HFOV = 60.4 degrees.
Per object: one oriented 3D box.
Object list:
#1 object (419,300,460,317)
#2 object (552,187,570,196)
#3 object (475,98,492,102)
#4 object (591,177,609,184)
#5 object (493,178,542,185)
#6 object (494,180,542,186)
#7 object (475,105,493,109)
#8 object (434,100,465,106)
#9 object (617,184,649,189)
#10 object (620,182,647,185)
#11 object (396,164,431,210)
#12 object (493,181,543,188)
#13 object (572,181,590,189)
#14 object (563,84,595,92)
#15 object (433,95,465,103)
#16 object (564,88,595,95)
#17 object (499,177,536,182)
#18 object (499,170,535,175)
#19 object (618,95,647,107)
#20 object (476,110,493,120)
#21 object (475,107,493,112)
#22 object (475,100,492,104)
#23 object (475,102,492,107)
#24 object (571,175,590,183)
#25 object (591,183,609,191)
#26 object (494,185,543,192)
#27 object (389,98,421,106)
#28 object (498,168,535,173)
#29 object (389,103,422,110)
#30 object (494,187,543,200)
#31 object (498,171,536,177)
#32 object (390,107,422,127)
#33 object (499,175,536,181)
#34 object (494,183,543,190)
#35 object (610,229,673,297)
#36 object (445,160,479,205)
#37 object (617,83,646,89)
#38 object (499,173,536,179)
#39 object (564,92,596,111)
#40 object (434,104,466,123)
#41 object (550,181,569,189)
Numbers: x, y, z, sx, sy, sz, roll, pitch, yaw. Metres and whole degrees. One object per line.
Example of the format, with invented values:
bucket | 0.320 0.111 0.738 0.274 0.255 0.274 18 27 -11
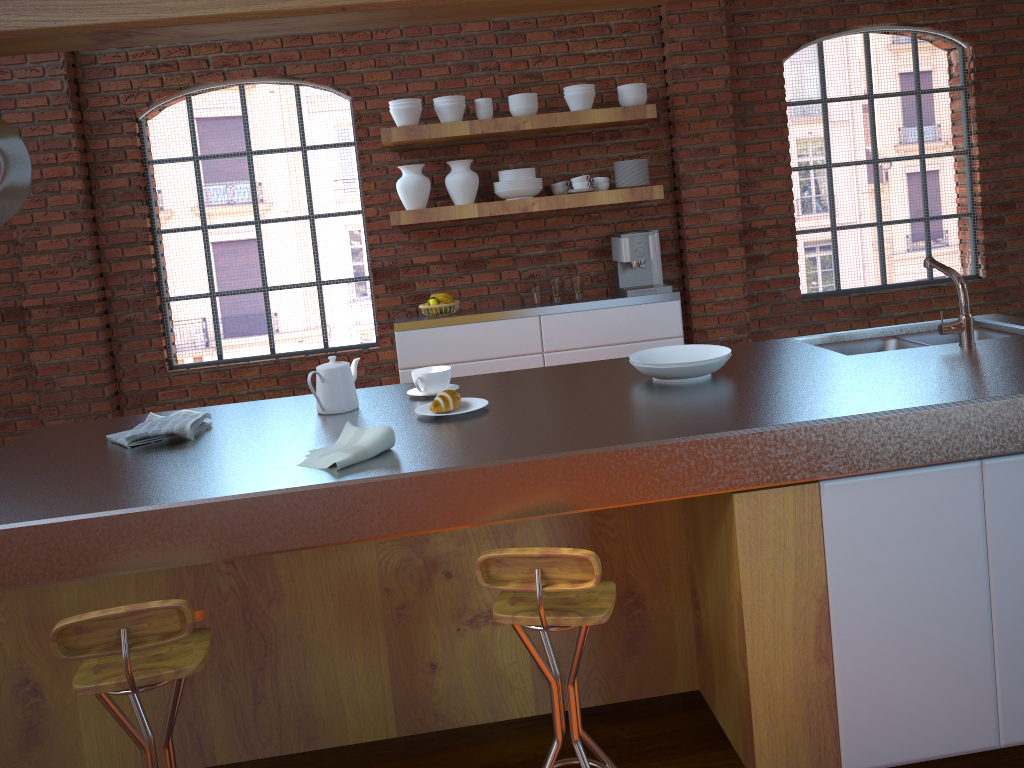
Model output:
object | -0.411 -0.427 5.031 0.235 0.070 0.239 3 14 41
object | 0.281 -1.126 5.158 0.093 0.046 0.099 -10 11 -25
object | -0.160 -1.581 4.983 0.098 0.060 0.100 0 11 34
object | 0.517 -1.175 5.120 0.100 0.058 0.093 -3 9 18
object | 0.035 -1.130 5.009 0.283 0.054 0.284 -10 11 -22
object | 0.036 -1.120 5.009 0.283 0.054 0.284 -10 11 -22
object | -0.156 -1.543 4.985 0.098 0.060 0.100 0 11 34
object | -0.344 -1.523 4.918 0.180 0.103 0.183 0 11 30
object | 0.698 -1.137 5.079 0.194 0.014 0.198 -4 11 11
object | 0.697 -1.151 5.079 0.194 0.014 0.198 -4 11 11
object | -0.554 -1.105 4.960 0.192 0.247 0.195 -1 8 34
object | 0.037 -1.111 5.010 0.283 0.054 0.284 -10 11 -22
object | 0.390 -1.125 5.007 0.092 0.046 0.100 -8 10 -10
object | 0.385 -1.633 4.988 0.182 0.103 0.182 -12 11 -35
object | -0.346 -1.546 4.916 0.180 0.103 0.183 0 11 30
object | 0.387 -1.611 4.990 0.182 0.103 0.182 -12 11 -35
object | 0.034 -1.138 5.008 0.214 0.054 0.216 -8 11 -13
object | 0.030 -1.179 5.005 0.214 0.054 0.216 -8 11 -13
object | 0.695 -1.610 5.041 0.165 0.060 0.168 1 12 33
object | -0.153 -1.514 4.987 0.098 0.060 0.100 0 11 34
object | -0.155 -1.530 4.986 0.098 0.060 0.100 0 11 34
object | -0.159 -1.568 4.983 0.098 0.060 0.100 0 11 34
object | -0.158 -1.556 4.984 0.098 0.060 0.100 0 11 34
object | 0.382 -1.155 5.002 0.092 0.058 0.101 -9 10 -21
object | 0.519 -1.142 5.117 0.098 0.046 0.093 0 11 29
object | 0.039 -1.089 5.012 0.283 0.054 0.284 -10 11 -22
object | -0.585 -1.510 4.857 0.180 0.103 0.183 0 11 30
object | 0.029 -1.189 5.005 0.214 0.054 0.216 -8 11 -13
object | -0.583 -1.488 4.858 0.180 0.103 0.183 0 11 30
object | 0.040 -1.079 5.012 0.283 0.054 0.284 -10 11 -22
object | 0.031 -1.170 5.006 0.214 0.054 0.216 -8 11 -13
object | -0.580 -1.467 4.860 0.180 0.103 0.183 0 11 30
object | 0.033 -1.149 5.007 0.214 0.054 0.216 -8 11 -13
object | 0.038 -1.101 5.011 0.283 0.054 0.284 -10 11 -22
object | 0.755 -0.712 5.117 0.271 0.366 0.384 -6 8 -5
object | -0.282 -1.138 4.987 0.194 0.247 0.193 -10 8 -33
object | 0.688 -1.677 5.036 0.165 0.060 0.168 1 12 33
object | 0.032 -1.160 5.007 0.214 0.054 0.216 -8 11 -13
object | 0.389 -1.590 4.991 0.182 0.103 0.182 -12 11 -35
object | -0.342 -1.502 4.919 0.180 0.103 0.183 0 11 30
object | 0.273 -1.157 5.151 0.093 0.058 0.100 -12 11 -36
